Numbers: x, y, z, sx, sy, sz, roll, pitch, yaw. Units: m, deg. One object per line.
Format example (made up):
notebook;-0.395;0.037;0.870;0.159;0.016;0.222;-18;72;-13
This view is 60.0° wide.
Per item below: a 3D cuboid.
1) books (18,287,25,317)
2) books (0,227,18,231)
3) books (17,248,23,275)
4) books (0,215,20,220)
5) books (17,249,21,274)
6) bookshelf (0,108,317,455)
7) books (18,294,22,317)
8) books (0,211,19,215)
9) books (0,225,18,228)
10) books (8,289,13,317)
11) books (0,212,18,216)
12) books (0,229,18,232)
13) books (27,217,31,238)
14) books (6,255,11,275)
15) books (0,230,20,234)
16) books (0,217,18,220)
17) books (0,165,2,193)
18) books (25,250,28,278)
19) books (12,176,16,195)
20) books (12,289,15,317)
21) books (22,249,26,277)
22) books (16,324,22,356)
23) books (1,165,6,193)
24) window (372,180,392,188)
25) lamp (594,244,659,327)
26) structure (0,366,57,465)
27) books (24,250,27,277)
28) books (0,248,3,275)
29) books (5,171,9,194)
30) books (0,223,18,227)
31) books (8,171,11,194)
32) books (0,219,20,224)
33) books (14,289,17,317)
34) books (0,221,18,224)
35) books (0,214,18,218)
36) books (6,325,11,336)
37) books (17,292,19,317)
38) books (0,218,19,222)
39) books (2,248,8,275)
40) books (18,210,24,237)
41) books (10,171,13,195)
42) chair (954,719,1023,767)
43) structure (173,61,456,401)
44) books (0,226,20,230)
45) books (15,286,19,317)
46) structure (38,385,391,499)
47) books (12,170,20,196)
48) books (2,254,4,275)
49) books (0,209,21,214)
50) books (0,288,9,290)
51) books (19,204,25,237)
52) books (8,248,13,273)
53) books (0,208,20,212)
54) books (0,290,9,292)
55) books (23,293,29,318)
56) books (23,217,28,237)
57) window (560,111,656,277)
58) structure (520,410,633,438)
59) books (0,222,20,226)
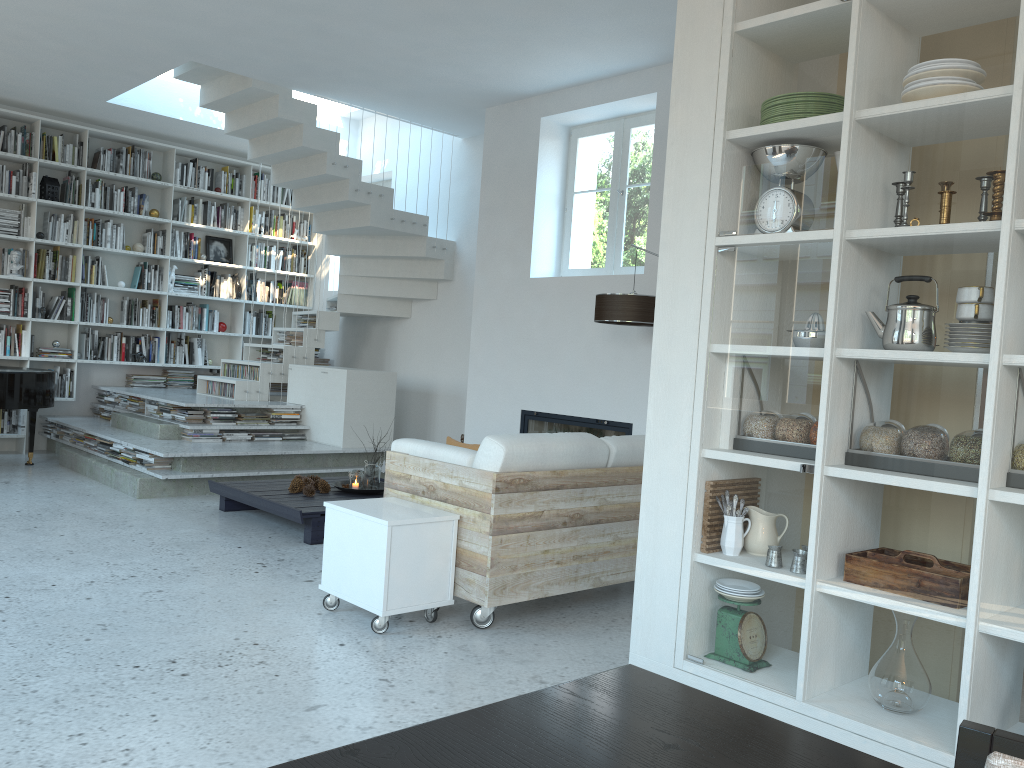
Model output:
books;-4.624;-0.767;8.346;0.011;0.279;0.186;2;3;-43
books;-4.730;-1.436;8.197;0.254;0.012;0.160;2;2;-44
books;-4.630;-1.135;8.330;0.025;0.279;0.108;2;3;-43
books;-4.723;-1.544;8.193;0.285;0.012;0.159;2;2;-44
books;-4.641;-1.125;8.306;0.025;0.260;0.130;2;3;-43
bookshelf;-4.703;-0.906;8.187;6.298;3.144;0.330;2;3;-43
books;-4.650;-0.737;8.349;0.021;0.217;0.132;2;3;-43
books;-4.722;-1.583;8.193;0.254;0.012;0.160;3;2;-43
books;-4.727;-1.460;8.195;0.254;0.012;0.160;3;2;-41
books;-4.695;-0.757;8.289;0.012;0.254;0.160;2;3;-43
books;-4.720;-1.570;8.190;0.254;0.012;0.160;3;2;-41
books;-4.732;-1.423;8.199;0.254;0.012;0.160;3;2;-43
books;-4.569;-1.464;8.347;0.030;0.205;0.158;2;3;-43
books;-4.700;-1.099;8.256;0.035;0.201;0.149;2;3;-43
books;-4.732;-1.411;8.199;0.285;0.012;0.159;3;2;-42
books;-4.722;-1.532;8.192;0.254;0.012;0.160;3;2;-41
books;-4.734;-1.872;8.163;0.029;0.273;0.140;2;3;-43
books;-4.594;-1.126;8.368;0.023;0.265;0.107;2;3;-43
books;-4.639;-1.825;8.218;0.029;0.188;0.175;2;3;-43
books;-4.684;-0.760;8.294;0.011;0.261;0.184;2;3;-43
books;-4.605;-1.127;8.332;0.014;0.266;0.153;2;3;-43
books;-4.657;-0.413;8.371;0.011;0.300;0.149;2;3;-43
books;-4.701;-1.868;8.165;0.023;0.269;0.184;2;3;-43
window;-1.462;-1.619;9.757;0.042;1.227;1.116;2;3;-43
lamp;1.176;0.139;5.316;1.558;1.966;0.470;5;2;33
structure;-4.593;0.274;6.964;1.919;0.833;1.333;2;2;-43
books;-4.603;-1.125;8.350;0.014;0.261;0.137;2;3;-43
books;-4.747;-1.129;8.198;0.025;0.259;0.150;2;3;-43
books;-4.680;-1.844;8.175;0.023;0.223;0.190;2;3;-43
books;-4.726;-1.472;8.194;0.254;0.012;0.160;2;2;-45
books;-4.668;-1.847;8.203;0.010;0.230;0.152;2;3;-43
books;-4.722;-1.508;8.191;0.285;0.012;0.159;3;2;-40
books;-4.675;-0.758;8.318;0.013;0.256;0.162;2;3;-43
books;-4.726;-1.496;8.195;0.254;0.012;0.160;3;2;-42
books;-4.716;-1.556;8.186;0.254;0.012;0.160;3;2;-38
books;-4.730;-0.408;8.316;0.010;0.284;0.131;2;3;-43
books;-4.663;-0.746;8.339;0.013;0.232;0.134;2;3;-43
books;-4.721;-1.520;8.191;0.160;0.012;0.254;5;2;44
books;-4.720;-1.129;8.236;0.024;0.259;0.126;2;3;-43
books;-4.600;-1.489;8.290;0.012;0.254;0.160;2;3;-43
books;-4.655;-1.847;8.206;0.012;0.230;0.158;2;3;-43
chair;0.528;0.805;0.725;0.479;0.783;0.570;5;2;37
structure;-2.124;-1.195;8.172;2.614;3.383;1.953;2;3;-43
books;-4.726;-1.447;8.194;0.159;0.012;0.285;5;2;44
books;-4.665;-0.773;8.325;0.011;0.288;0.152;2;3;-43
structure;-2.598;0.466;8.421;2.900;0.659;3.110;3;2;-43
books;-4.614;-1.853;8.237;0.032;0.248;0.173;2;3;-43
books;-4.743;-1.104;8.226;0.022;0.207;0.114;2;3;-43
books;-4.713;-1.594;8.184;0.159;0.012;0.285;5;2;42
books;-4.801;-0.883;8.178;0.254;0.012;0.160;3;2;-39
books;-4.600;-1.522;8.309;0.012;0.319;0.139;2;3;-43
books;-4.686;-1.129;8.277;0.014;0.263;0.135;2;3;-43
books;-4.717;-1.606;8.189;0.285;0.012;0.159;3;2;-41
books;-4.803;-0.870;8.180;0.160;0.012;0.254;5;2;44
books;-4.603;-0.740;8.355;0.034;0.229;0.199;2;3;-43
books;-4.587;-1.461;8.323;0.030;0.198;0.171;2;3;-43
window;0.784;-1.387;6.631;0.072;1.227;1.116;2;3;-43
structure;0.695;0.537;6.707;1.210;0.584;0.735;5;2;43
books;-4.727;-1.484;8.196;0.285;0.012;0.159;3;2;-42
